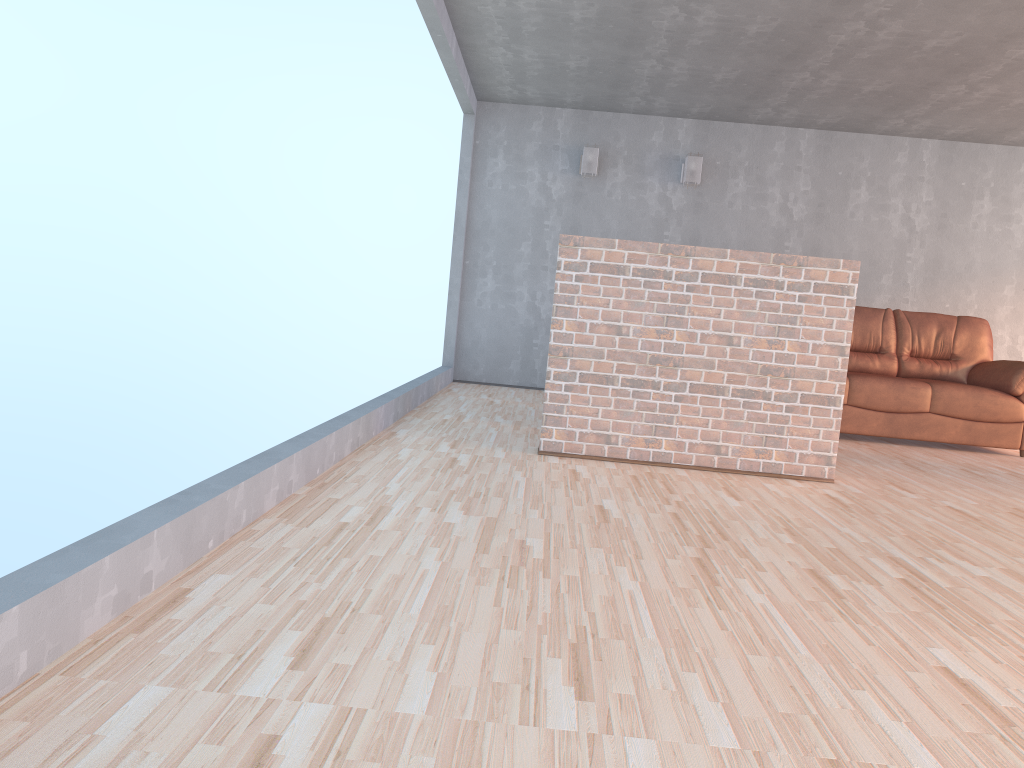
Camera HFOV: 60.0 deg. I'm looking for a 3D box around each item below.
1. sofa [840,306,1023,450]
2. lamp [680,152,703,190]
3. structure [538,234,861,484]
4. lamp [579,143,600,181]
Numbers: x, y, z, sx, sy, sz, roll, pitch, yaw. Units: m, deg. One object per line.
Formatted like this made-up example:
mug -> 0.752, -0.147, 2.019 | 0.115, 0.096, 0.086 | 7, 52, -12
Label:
sofa -> 2.624, -0.122, 6.523 | 2.202, 0.923, 0.981 | 5, 5, 2
lamp -> 1.551, -1.830, 7.627 | 0.165, 0.319, 0.177 | 5, 5, 2
structure -> 0.883, -0.125, 4.309 | 1.422, 1.057, 0.211 | 5, 5, 2
lamp -> 0.672, -1.913, 7.653 | 0.165, 0.319, 0.168 | 5, 5, 2
